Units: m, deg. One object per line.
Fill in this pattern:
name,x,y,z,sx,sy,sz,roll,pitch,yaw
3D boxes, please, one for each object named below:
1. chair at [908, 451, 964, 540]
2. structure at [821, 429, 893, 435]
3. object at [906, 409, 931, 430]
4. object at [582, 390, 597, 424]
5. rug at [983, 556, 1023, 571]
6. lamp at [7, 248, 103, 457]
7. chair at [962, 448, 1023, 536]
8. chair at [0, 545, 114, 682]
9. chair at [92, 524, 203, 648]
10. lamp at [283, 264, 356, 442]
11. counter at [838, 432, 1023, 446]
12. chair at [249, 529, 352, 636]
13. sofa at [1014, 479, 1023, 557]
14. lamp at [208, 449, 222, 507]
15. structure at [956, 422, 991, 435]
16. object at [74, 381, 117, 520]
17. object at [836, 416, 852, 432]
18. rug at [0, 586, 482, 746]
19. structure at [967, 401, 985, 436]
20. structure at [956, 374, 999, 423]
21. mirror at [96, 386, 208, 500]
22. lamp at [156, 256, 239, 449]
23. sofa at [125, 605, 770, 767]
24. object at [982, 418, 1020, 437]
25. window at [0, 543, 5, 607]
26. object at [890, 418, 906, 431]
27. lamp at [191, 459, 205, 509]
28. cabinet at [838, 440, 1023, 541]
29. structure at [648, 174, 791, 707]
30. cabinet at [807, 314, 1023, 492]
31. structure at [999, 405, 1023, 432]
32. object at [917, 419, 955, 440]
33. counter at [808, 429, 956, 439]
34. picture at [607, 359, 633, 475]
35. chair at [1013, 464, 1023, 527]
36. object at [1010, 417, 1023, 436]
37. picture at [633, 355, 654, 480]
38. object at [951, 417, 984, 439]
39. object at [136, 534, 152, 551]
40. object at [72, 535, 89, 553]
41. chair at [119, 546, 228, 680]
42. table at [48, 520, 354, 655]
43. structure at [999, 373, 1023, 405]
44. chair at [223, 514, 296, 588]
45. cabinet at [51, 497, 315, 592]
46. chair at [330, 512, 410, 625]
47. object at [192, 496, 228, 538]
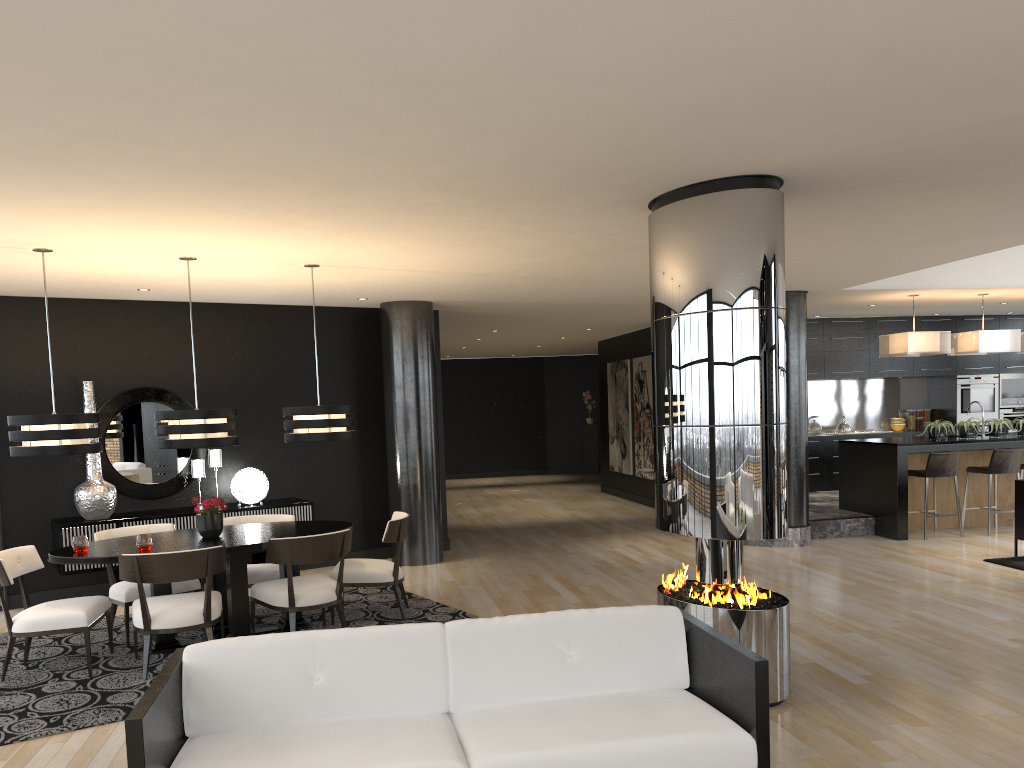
chair,4.701,1.229,9.882,0.475,0.968,0.517,-3,3,-10
structure,5.190,0.735,13.306,0.899,0.067,0.519,-2,-1,-10
object,6.338,0.554,13.757,0.365,0.317,0.113,-2,3,-10
object,1.781,0.527,20.206,0.339,0.791,0.227,-1,4,18
rug,6.180,1.591,7.408,3.031,0.012,2.477,-2,-1,-10
lamp,-2.994,-0.206,5.723,0.534,1.335,0.534,-4,4,-34
chair,5.474,1.206,10.024,0.475,0.968,0.517,-3,3,-10
chair,-3.017,1.479,5.767,0.615,0.810,0.641,-2,2,-12
chair,-2.737,1.490,6.633,0.616,0.810,0.640,0,3,43
lamp,-1.482,-0.235,6.686,0.534,1.335,0.534,-4,4,-34
counter,5.623,0.636,10.482,3.112,0.032,1.177,-2,-1,-10
chair,-1.472,1.435,6.228,0.640,0.810,0.616,-4,3,-40
sofa,5.921,1.225,8.287,2.030,0.807,0.836,-2,1,-10
lamp,-2.826,0.899,8.435,0.132,0.553,0.124,-1,4,19
structure,7.021,0.939,13.324,0.700,0.710,0.085,-2,4,-10
object,-3.678,0.581,7.742,0.343,1.214,0.342,-4,4,-24
object,4.953,0.592,13.174,0.221,0.231,0.220,-2,2,-18
rug,-2.181,1.862,6.360,3.713,0.011,2.716,-1,-2,-33
structure,5.571,0.718,10.776,2.774,1.024,0.653,-2,2,-11
structure,6.995,0.217,13.273,0.700,0.710,0.085,-2,4,-10
mirror,-3.415,0.559,8.326,1.073,1.083,0.025,-3,4,-33
lamp,-2.238,-0.220,6.204,0.534,1.335,0.534,-4,4,-34
sofa,-0.197,1.316,3.177,2.030,0.807,0.836,-2,1,-10
object,5.653,0.502,10.169,0.407,0.218,0.396,-2,0,14
window,2.957,-0.744,5.344,15.861,4.805,10.117,-2,-1,-24
object,5.975,0.624,13.670,0.205,0.206,0.184,-2,2,-9
lamp,-2.940,0.942,8.294,0.124,0.467,0.131,-3,4,-11
cabinet,5.642,1.172,10.520,3.112,1.043,1.176,-2,1,-10
structure,1.145,0.341,4.921,0.585,2.755,0.889,-4,4,-23
cabinet,5.178,0.301,13.271,5.723,2.539,0.725,-2,4,-10
structure,7.708,0.541,13.418,0.677,0.447,0.070,-2,4,-10
object,4.814,0.519,10.065,0.407,0.240,0.396,-2,0,14
counter,5.188,0.759,13.327,2.858,0.034,0.729,-2,-1,-10
picture,1.832,0.559,14.878,0.077,1.882,1.151,-3,3,-11
chair,6.162,1.184,10.151,0.475,0.968,0.517,-3,3,-10
object,6.023,0.480,10.238,0.407,0.240,0.396,-2,0,14
picture,2.090,0.516,13.499,0.077,1.882,1.151,-3,3,-11
object,5.222,0.505,10.114,0.398,0.240,0.405,-2,0,14
object,-2.402,1.036,5.766,0.095,0.106,0.095,-3,2,-22
object,-2.836,1.052,5.801,0.095,0.106,0.095,-1,2,23
chair,-2.180,1.448,5.734,0.641,0.810,0.615,-3,2,-23
table,-2.134,1.480,6.355,2.101,0.772,1.208,-2,0,-31
structure,7.692,0.076,13.385,0.676,0.476,0.026,-2,4,-10
chair,-2.046,1.476,7.030,0.642,0.810,0.614,-2,2,-5
cabinet,-3.019,1.561,8.287,2.232,0.770,0.609,-2,1,-33
chair,-1.092,1.440,6.942,0.616,0.810,0.640,-2,2,-4
object,-2.150,0.945,6.300,0.237,0.299,0.228,-3,2,-31
